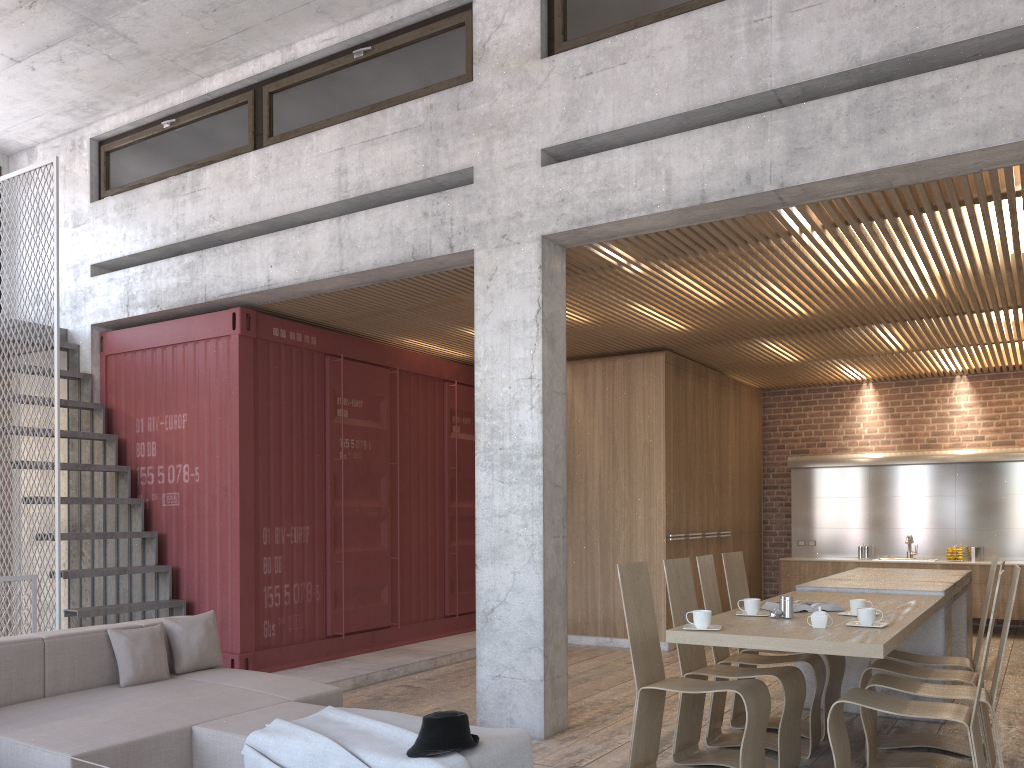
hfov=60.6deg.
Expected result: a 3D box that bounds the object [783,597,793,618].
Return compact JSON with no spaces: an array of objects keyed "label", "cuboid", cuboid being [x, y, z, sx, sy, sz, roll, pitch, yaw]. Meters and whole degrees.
[{"label":"object","cuboid":[1.509,1.219,4.789,0.052,0.111,0.053,0,-2,-14]}]

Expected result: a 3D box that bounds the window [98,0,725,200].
[{"label":"window","cuboid":[-0.301,-2.326,6.057,8.462,0.606,0.113,-6,-3,31]}]

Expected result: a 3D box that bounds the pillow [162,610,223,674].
[{"label":"pillow","cuboid":[-2.013,1.633,5.561,0.188,0.364,0.364,-2,-4,36]}]

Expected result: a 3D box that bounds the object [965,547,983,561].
[{"label":"object","cuboid":[5.703,2.098,10.824,0.191,0.169,0.191,-5,-7,43]}]

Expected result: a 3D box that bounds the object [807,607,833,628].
[{"label":"object","cuboid":[1.549,1.175,4.410,0.123,0.111,0.089,-2,-4,23]}]

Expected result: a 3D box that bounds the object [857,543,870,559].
[{"label":"object","cuboid":[4.579,2.174,11.422,0.144,0.209,0.053,-2,-1,31]}]

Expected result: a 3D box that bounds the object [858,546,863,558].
[{"label":"object","cuboid":[4.549,2.195,11.441,0.060,0.159,0.060,1,-1,-43]}]

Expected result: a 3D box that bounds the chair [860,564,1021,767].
[{"label":"chair","cuboid":[2.191,1.523,4.509,0.723,1.189,0.349,-1,-1,27]}]

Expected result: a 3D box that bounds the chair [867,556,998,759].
[{"label":"chair","cuboid":[2.598,1.662,5.447,0.723,1.189,0.349,-1,-1,25]}]

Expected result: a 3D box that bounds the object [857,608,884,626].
[{"label":"object","cuboid":[1.821,1.191,4.477,0.117,0.088,0.094,0,-5,-4]}]

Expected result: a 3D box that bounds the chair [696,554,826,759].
[{"label":"chair","cuboid":[1.559,1.674,5.488,0.723,1.189,0.349,-2,-1,28]}]

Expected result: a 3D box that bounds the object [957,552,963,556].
[{"label":"object","cuboid":[5.460,2.070,10.683,0.061,0.053,0.053,-2,-5,22]}]

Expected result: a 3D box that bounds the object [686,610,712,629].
[{"label":"object","cuboid":[0.939,1.177,4.380,0.117,0.088,0.094,1,-5,-15]}]

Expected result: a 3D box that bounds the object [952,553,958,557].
[{"label":"object","cuboid":[5.401,2.086,10.689,0.051,0.054,0.061,4,-6,-44]}]

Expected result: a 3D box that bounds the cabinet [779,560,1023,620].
[{"label":"cabinet","cuboid":[5.554,1.849,10.996,4.127,2.063,1.080,-4,-4,31]}]

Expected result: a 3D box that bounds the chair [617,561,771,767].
[{"label":"chair","cuboid":[0.963,1.553,4.666,0.723,1.189,0.349,-2,-1,35]}]

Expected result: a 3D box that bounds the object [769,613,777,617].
[{"label":"object","cuboid":[1.443,1.271,4.832,0.051,0.019,0.051,-2,-8,14]}]

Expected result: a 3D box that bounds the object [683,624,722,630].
[{"label":"object","cuboid":[0.952,1.220,4.383,0.185,0.014,0.187,-3,-9,17]}]

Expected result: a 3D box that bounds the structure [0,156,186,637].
[{"label":"structure","cuboid":[-4.894,0.377,6.637,3.043,4.292,3.703,-2,-4,31]}]

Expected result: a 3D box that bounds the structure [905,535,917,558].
[{"label":"structure","cuboid":[5.106,2.173,11.231,0.115,0.474,0.249,-1,-2,32]}]

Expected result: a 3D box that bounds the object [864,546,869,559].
[{"label":"object","cuboid":[4.610,2.190,11.404,0.060,0.159,0.060,1,-1,-43]}]

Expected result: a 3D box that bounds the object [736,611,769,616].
[{"label":"object","cuboid":[1.366,1.308,4.982,0.185,0.014,0.187,-3,-9,17]}]

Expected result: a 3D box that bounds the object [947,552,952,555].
[{"label":"object","cuboid":[5.382,2.083,10.783,0.062,0.053,0.052,-4,-6,38]}]

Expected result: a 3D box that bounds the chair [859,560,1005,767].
[{"label":"chair","cuboid":[2.386,1.593,4.983,0.723,1.189,0.349,-2,-1,31]}]

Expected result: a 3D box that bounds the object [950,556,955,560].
[{"label":"object","cuboid":[5.378,2.124,10.707,0.063,0.053,0.051,1,-4,-16]}]

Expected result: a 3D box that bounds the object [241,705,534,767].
[{"label":"object","cuboid":[-0.427,1.748,3.796,1.048,0.499,1.607,6,-10,-40]}]

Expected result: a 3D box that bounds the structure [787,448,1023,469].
[{"label":"structure","cuboid":[5.555,0.913,11.005,4.090,0.156,0.209,-6,-7,31]}]

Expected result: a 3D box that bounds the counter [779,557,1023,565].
[{"label":"counter","cuboid":[5.445,2.191,10.815,4.090,0.020,0.658,-6,-10,31]}]

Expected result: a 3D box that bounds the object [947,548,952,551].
[{"label":"object","cuboid":[5.386,2.041,10.803,0.053,0.051,0.063,-2,-6,24]}]

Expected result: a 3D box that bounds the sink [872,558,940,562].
[{"label":"sink","cuboid":[4.971,2.308,11.067,0.732,0.190,0.527,-5,-9,31]}]

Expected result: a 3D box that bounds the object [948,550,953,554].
[{"label":"object","cuboid":[5.365,2.054,10.732,0.053,0.052,0.062,1,-5,-10]}]

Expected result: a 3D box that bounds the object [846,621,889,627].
[{"label":"object","cuboid":[1.814,1.229,4.473,0.186,0.014,0.186,-6,-10,34]}]

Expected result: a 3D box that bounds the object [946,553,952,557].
[{"label":"object","cuboid":[5.340,2.099,10.722,0.061,0.053,0.052,-5,-6,43]}]

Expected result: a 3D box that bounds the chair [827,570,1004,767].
[{"label":"chair","cuboid":[1.886,1.463,4.102,0.723,1.189,0.349,-2,-1,31]}]

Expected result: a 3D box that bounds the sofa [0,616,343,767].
[{"label":"sofa","cuboid":[-1.759,1.631,3.871,3.020,0.780,3.020,-5,-9,31]}]

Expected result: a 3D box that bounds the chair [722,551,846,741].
[{"label":"chair","cuboid":[1.829,1.737,5.917,0.723,1.189,0.349,-2,-2,36]}]

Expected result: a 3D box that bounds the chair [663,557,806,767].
[{"label":"chair","cuboid":[1.281,1.611,5.065,0.723,1.189,0.349,-2,-2,36]}]

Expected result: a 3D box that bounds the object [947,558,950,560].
[{"label":"object","cuboid":[5.377,2.132,10.765,0.074,0.063,0.064,0,-4,-3]}]

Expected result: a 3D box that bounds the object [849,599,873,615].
[{"label":"object","cuboid":[1.964,1.260,4.943,0.117,0.088,0.094,-1,-5,5]}]

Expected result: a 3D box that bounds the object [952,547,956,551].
[{"label":"object","cuboid":[5.426,2.031,10.759,0.063,0.053,0.051,2,-5,-22]}]

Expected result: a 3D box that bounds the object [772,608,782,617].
[{"label":"object","cuboid":[1.455,1.255,4.811,0.051,0.045,0.051,4,-6,-40]}]

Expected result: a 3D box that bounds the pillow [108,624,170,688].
[{"label":"pillow","cuboid":[-2.200,1.618,5.214,0.187,0.356,0.372,-1,-4,31]}]

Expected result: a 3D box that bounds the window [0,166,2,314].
[{"label":"window","cuboid":[-6.110,-1.536,7.330,0.110,1.735,3.592,0,-6,31]}]

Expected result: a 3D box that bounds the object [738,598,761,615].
[{"label":"object","cuboid":[1.353,1.265,4.978,0.117,0.088,0.094,1,-5,-15]}]

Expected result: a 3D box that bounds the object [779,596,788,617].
[{"label":"object","cuboid":[1.505,1.229,4.848,0.052,0.109,0.053,0,-2,-14]}]

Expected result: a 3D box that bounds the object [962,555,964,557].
[{"label":"object","cuboid":[5.497,2.106,10.736,0.062,0.053,0.052,-1,-4,13]}]

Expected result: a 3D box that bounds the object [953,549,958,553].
[{"label":"object","cuboid":[5.406,2.036,10.692,0.063,0.053,0.052,1,-4,-11]}]

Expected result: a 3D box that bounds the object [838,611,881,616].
[{"label":"object","cuboid":[1.955,1.298,4.940,0.186,0.014,0.186,-9,-12,44]}]

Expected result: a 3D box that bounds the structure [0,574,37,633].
[{"label":"structure","cuboid":[-5.692,1.760,5.476,1.932,0.927,4.461,-4,-9,31]}]

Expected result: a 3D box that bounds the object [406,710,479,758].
[{"label":"object","cuboid":[-0.291,1.466,3.695,0.298,0.168,0.305,-3,-7,19]}]

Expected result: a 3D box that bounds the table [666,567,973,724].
[{"label":"table","cuboid":[2.541,1.926,6.287,1.014,0.914,5.227,-3,-9,31]}]

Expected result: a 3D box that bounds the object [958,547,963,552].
[{"label":"object","cuboid":[5.473,2.023,10.698,0.059,0.059,0.051,2,-4,-24]}]

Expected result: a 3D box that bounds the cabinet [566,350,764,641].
[{"label":"cabinet","cuboid":[2.001,1.481,11.335,1.520,3.109,3.780,-1,-5,31]}]

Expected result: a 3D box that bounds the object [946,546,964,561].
[{"label":"object","cuboid":[5.431,2.073,10.749,0.190,0.173,0.208,-3,-6,31]}]

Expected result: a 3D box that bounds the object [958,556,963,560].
[{"label":"object","cuboid":[5.451,2.117,10.659,0.062,0.051,0.053,-2,-5,16]}]
